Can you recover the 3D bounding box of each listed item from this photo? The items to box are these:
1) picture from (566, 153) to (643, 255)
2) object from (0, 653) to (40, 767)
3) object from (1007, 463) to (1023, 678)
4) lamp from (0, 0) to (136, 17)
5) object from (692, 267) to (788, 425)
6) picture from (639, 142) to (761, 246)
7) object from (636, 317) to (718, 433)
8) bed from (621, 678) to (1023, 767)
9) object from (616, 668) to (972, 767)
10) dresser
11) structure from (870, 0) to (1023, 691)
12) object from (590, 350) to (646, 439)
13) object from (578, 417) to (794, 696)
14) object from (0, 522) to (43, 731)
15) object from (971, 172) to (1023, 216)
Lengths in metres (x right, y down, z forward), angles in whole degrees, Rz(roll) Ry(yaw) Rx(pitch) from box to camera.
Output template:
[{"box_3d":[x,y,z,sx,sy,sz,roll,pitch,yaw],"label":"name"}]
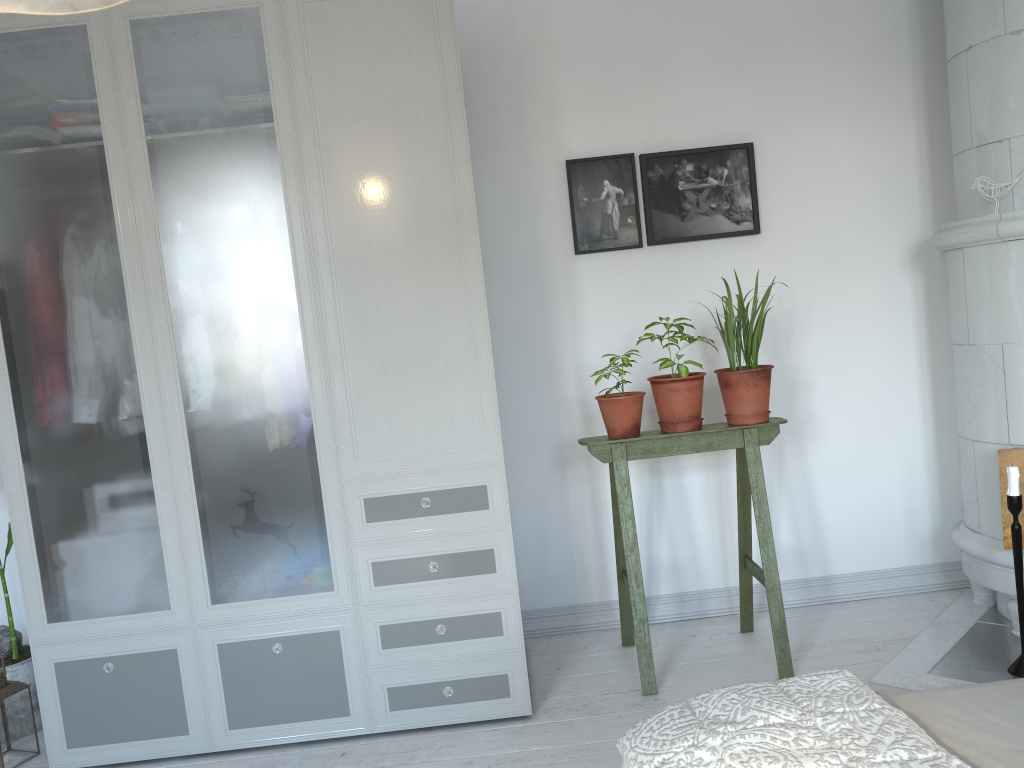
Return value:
[{"box_3d":[0.339,-0.658,3.247,0.250,0.342,0.022,-6,5,-1],"label":"picture"},{"box_3d":[-1.583,0.998,2.727,0.138,0.352,0.131,-4,5,21],"label":"object"},{"box_3d":[1.468,0.535,2.568,0.091,0.623,0.091,-8,5,-23],"label":"object"},{"box_3d":[-0.601,-1.034,0.850,0.341,1.233,0.338,-3,6,30],"label":"lamp"},{"box_3d":[0.734,-0.121,2.821,0.300,0.499,0.333,-8,5,-18],"label":"object"},{"box_3d":[0.688,-0.694,3.248,0.415,0.329,0.037,-6,5,-1],"label":"picture"},{"box_3d":[0.534,-0.034,2.829,0.258,0.370,0.234,-5,5,11],"label":"object"},{"box_3d":[1.215,0.476,0.651,2.176,1.048,1.886,-6,4,-1],"label":"bed"},{"box_3d":[0.373,0.531,0.642,0.405,0.104,1.458,-6,4,-1],"label":"object"},{"box_3d":[-0.776,-0.029,2.832,1.432,2.166,0.630,-6,5,-1],"label":"dresser"},{"box_3d":[1.637,-0.526,2.703,0.800,2.840,1.245,-2,7,44],"label":"structure"},{"box_3d":[0.337,0.033,2.848,0.194,0.278,0.177,-9,5,-34],"label":"object"},{"box_3d":[0.590,0.532,2.903,0.671,0.776,0.430,-6,5,-1],"label":"object"},{"box_3d":[-1.790,0.402,2.849,0.289,1.556,1.041,-4,5,29],"label":"object"},{"box_3d":[1.501,-0.602,2.691,0.196,0.165,0.059,-2,6,44],"label":"object"}]
